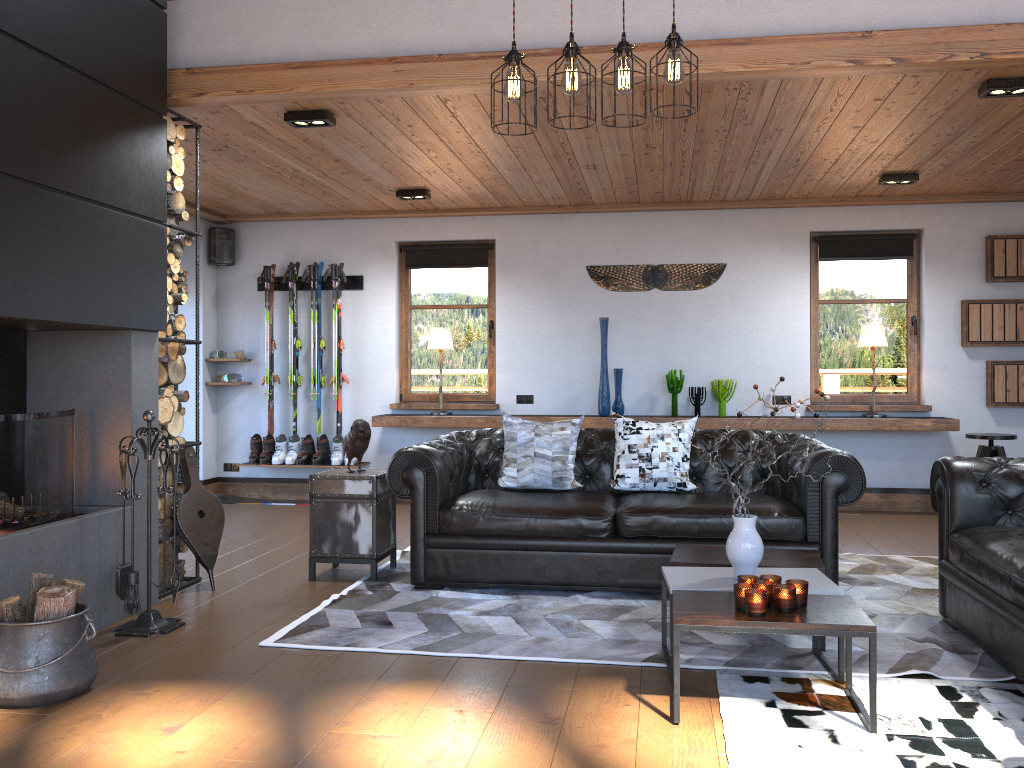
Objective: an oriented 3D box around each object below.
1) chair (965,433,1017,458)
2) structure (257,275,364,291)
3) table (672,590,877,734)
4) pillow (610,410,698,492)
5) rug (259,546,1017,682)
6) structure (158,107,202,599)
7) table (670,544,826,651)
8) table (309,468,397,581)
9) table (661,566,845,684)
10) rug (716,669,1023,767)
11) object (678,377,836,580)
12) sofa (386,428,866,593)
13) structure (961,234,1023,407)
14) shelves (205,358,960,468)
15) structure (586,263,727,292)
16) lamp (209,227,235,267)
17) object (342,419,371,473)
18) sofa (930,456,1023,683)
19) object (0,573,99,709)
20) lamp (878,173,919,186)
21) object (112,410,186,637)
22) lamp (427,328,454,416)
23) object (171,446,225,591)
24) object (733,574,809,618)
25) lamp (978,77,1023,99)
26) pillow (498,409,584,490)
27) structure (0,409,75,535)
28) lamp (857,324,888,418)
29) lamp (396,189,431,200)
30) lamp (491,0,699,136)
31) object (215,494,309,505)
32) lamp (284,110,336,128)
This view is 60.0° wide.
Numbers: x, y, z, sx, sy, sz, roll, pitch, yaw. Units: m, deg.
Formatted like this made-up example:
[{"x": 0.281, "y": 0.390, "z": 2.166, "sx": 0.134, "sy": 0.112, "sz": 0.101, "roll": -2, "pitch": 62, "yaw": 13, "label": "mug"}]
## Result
[{"x": 3.760, "y": 0.756, "z": 6.955, "sx": 0.391, "sy": 0.721, "sz": 0.394, "roll": 0, "pitch": 0, "yaw": 9, "label": "chair"}, {"x": -1.939, "y": -0.953, "z": 8.284, "sx": 1.047, "sy": 0.135, "sz": 0.320, "roll": 0, "pitch": 0, "yaw": 8, "label": "structure"}, {"x": 0.896, "y": 0.957, "z": 3.117, "sx": 0.648, "sy": 0.350, "sz": 0.401, "roll": 0, "pitch": 0, "yaw": 9, "label": "table"}, {"x": 0.848, "y": 0.390, "z": 5.273, "sx": 0.526, "sy": 0.469, "sz": 0.284, "roll": 0, "pitch": 0, "yaw": 11, "label": "pillow"}, {"x": 1.095, "y": 1.098, "z": 4.709, "sx": 4.028, "sy": 0.053, "sz": 2.441, "roll": 0, "pitch": 1, "yaw": 9, "label": "rug"}, {"x": -2.071, "y": -0.179, "z": 4.882, "sx": 0.510, "sy": 2.617, "sz": 0.503, "roll": 0, "pitch": 0, "yaw": 9, "label": "structure"}, {"x": 1.056, "y": 0.949, "z": 4.000, "sx": 0.646, "sy": 0.350, "sz": 0.402, "roll": 0, "pitch": 0, "yaw": 14, "label": "table"}, {"x": -0.935, "y": 0.819, "z": 5.242, "sx": 0.416, "sy": 0.609, "sz": 0.407, "roll": 0, "pitch": 0, "yaw": 9, "label": "table"}, {"x": 0.944, "y": 0.953, "z": 3.554, "sx": 0.649, "sy": 0.350, "sz": 0.401, "roll": 0, "pitch": 0, "yaw": 4, "label": "table"}, {"x": 1.657, "y": 1.127, "z": 1.455, "sx": 2.422, "sy": 0.053, "sz": 3.823, "roll": 0, "pitch": 1, "yaw": 10, "label": "rug"}, {"x": 0.962, "y": 0.375, "z": 3.514, "sx": 0.615, "sy": 0.808, "sz": 0.409, "roll": 0, "pitch": 0, "yaw": 20, "label": "object"}, {"x": 0.646, "y": 0.702, "z": 5.250, "sx": 2.557, "sy": 0.838, "sz": 1.243, "roll": 0, "pitch": 0, "yaw": 8, "label": "sofa"}, {"x": 4.761, "y": -0.532, "z": 7.493, "sx": 1.846, "sy": 1.445, "sz": 0.322, "roll": 0, "pitch": 0, "yaw": 8, "label": "structure"}, {"x": 0.406, "y": 0.255, "z": 7.949, "sx": 6.618, "sy": 0.988, "sz": 0.614, "roll": 0, "pitch": 0, "yaw": 9, "label": "shelves"}, {"x": 1.281, "y": -0.952, "z": 7.907, "sx": 1.244, "sy": 0.240, "sz": 0.099, "roll": 0, "pitch": 0, "yaw": 8, "label": "structure"}, {"x": -2.762, "y": -1.303, "z": 8.438, "sx": 0.213, "sy": 0.349, "sz": 0.214, "roll": 0, "pitch": 0, "yaw": 9, "label": "lamp"}, {"x": -0.914, "y": 0.363, "z": 5.230, "sx": 0.151, "sy": 0.319, "sz": 0.245, "roll": 0, "pitch": 0, "yaw": -40, "label": "object"}, {"x": 2.429, "y": 0.720, "z": 3.035, "sx": 1.235, "sy": 0.838, "sz": 2.575, "roll": 0, "pitch": 0, "yaw": 9, "label": "sofa"}, {"x": -1.740, "y": 0.936, "z": 3.272, "sx": 0.380, "sy": 0.431, "sz": 0.388, "roll": 0, "pitch": 0, "yaw": 35, "label": "object"}, {"x": 2.938, "y": -1.561, "z": 6.738, "sx": 0.260, "sy": 0.068, "sz": 0.156, "roll": 0, "pitch": 0, "yaw": 9, "label": "lamp"}, {"x": -1.688, "y": 0.630, "z": 4.123, "sx": 0.311, "sy": 1.017, "sz": 0.304, "roll": 0, "pitch": 0, "yaw": -36, "label": "object"}, {"x": -0.607, "y": 0.231, "z": 8.263, "sx": 0.245, "sy": 1.481, "sz": 0.635, "roll": 0, "pitch": 0, "yaw": 13, "label": "lamp"}, {"x": -1.748, "y": 0.739, "z": 4.925, "sx": 0.264, "sy": 0.795, "sz": 0.267, "roll": 0, "pitch": 0, "yaw": -8, "label": "object"}, {"x": 0.877, "y": 0.742, "z": 3.121, "sx": 0.306, "sy": 0.081, "sz": 0.243, "roll": -1, "pitch": 1, "yaw": -43, "label": "object"}, {"x": 2.574, "y": -1.541, "z": 4.590, "sx": 0.260, "sy": 0.068, "sz": 0.156, "roll": 0, "pitch": 0, "yaw": 9, "label": "lamp"}, {"x": 0.178, "y": 0.390, "z": 5.370, "sx": 0.526, "sy": 0.469, "sz": 0.284, "roll": 0, "pitch": 0, "yaw": 11, "label": "pillow"}, {"x": -2.121, "y": 0.381, "z": 3.800, "sx": 0.183, "sy": 0.514, "sz": 0.986, "roll": 0, "pitch": 0, "yaw": 10, "label": "structure"}, {"x": 3.062, "y": 0.232, "z": 7.703, "sx": 0.246, "sy": 1.481, "sz": 0.632, "roll": 0, "pitch": 0, "yaw": 1, "label": "lamp"}, {"x": -0.810, "y": -1.561, "z": 7.286, "sx": 0.260, "sy": 0.068, "sz": 0.156, "roll": 0, "pitch": 0, "yaw": 9, "label": "lamp"}, {"x": 0.318, "y": -2.085, "z": 3.402, "sx": 0.803, "sy": 2.202, "sz": 0.261, "roll": 0, "pitch": 0, "yaw": -1, "label": "lamp"}, {"x": -1.984, "y": 1.067, "z": 8.200, "sx": 1.618, "sy": 0.065, "sz": 0.309, "roll": 0, "pitch": 0, "yaw": 8, "label": "object"}, {"x": -1.170, "y": -1.541, "z": 5.139, "sx": 0.260, "sy": 0.068, "sz": 0.156, "roll": 0, "pitch": 0, "yaw": 9, "label": "lamp"}]
